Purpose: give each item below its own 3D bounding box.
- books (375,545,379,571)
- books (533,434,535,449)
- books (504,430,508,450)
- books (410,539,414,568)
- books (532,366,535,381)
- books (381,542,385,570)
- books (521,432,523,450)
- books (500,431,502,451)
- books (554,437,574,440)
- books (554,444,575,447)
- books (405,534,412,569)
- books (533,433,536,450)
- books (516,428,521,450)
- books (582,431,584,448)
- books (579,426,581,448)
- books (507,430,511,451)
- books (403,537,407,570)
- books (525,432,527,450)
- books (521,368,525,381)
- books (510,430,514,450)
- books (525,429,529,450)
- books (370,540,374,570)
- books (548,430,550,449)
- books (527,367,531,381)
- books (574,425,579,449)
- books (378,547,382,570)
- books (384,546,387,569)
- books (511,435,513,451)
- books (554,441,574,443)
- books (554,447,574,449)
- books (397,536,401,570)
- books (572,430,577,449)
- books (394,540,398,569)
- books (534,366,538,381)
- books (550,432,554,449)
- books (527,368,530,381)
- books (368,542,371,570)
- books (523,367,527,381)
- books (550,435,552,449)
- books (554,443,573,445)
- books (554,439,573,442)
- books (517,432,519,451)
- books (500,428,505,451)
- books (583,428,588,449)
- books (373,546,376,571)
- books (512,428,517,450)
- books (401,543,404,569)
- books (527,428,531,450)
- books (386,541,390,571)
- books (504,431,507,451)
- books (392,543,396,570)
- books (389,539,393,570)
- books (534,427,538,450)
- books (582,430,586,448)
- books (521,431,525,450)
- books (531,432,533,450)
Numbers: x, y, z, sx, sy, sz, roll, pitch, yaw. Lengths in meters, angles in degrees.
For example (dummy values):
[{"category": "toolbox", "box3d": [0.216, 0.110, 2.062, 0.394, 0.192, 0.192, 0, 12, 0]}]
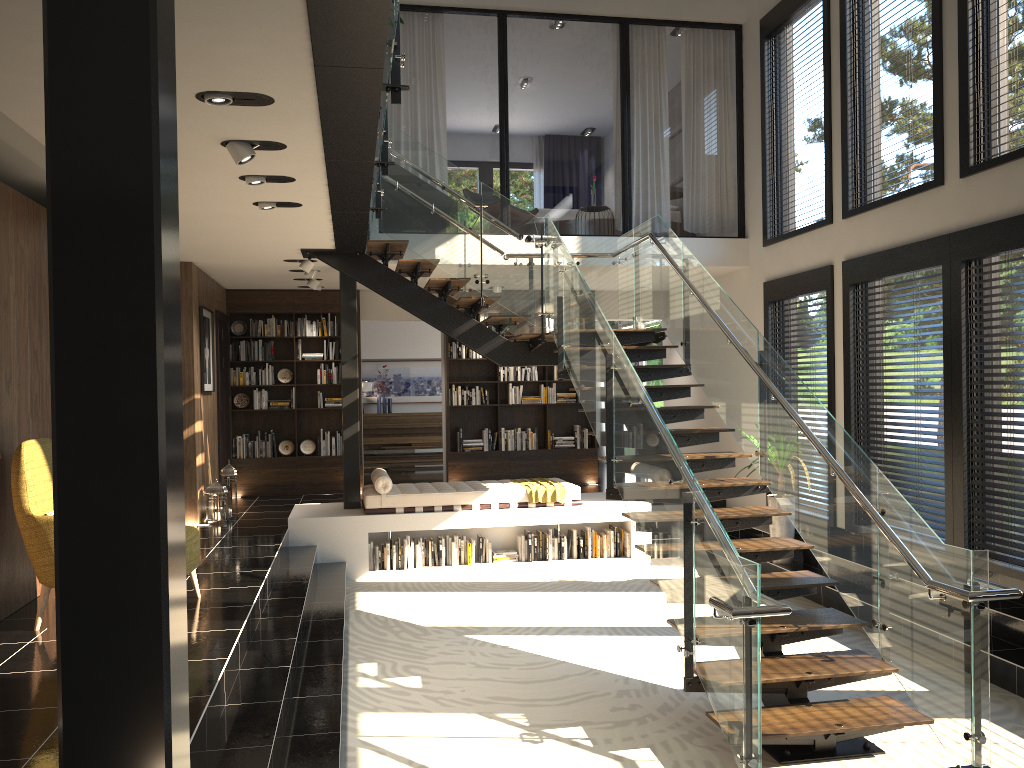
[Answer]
[{"category": "books", "box3d": [-1.384, 1.777, 9.091, 0.027, 0.241, 0.150, -1, 0, -10]}, {"category": "books", "box3d": [0.284, 0.795, 12.255, 0.026, 0.221, 0.145, -1, 0, -10]}, {"category": "books", "box3d": [-0.078, 0.775, 12.196, 0.025, 0.274, 0.150, -1, 0, -10]}, {"category": "books", "box3d": [-1.032, 1.751, 9.161, 0.025, 0.282, 0.149, -1, 0, -10]}, {"category": "books", "box3d": [0.286, -0.154, 12.268, 0.024, 0.220, 0.148, -1, 0, -10]}, {"category": "books", "box3d": [-1.333, 1.769, 9.131, 0.030, 0.256, 0.145, -1, 0, -10]}, {"category": "books", "box3d": [0.122, 0.785, 12.209, 0.023, 0.246, 0.149, -1, 0, -10]}, {"category": "books", "box3d": [-0.167, 0.782, 12.186, 0.026, 0.263, 0.156, -1, 0, -10]}, {"category": "books", "box3d": [0.713, 0.753, 12.325, 0.288, 0.030, 0.175, -1, 0, -6]}, {"category": "books", "box3d": [0.714, 0.858, 12.331, 0.286, 0.030, 0.176, -1, 0, -12]}, {"category": "books", "box3d": [-1.070, 1.724, 9.154, 0.051, 0.338, 0.187, -1, 0, -10]}, {"category": "books", "box3d": [0.310, 0.792, 12.259, 0.026, 0.227, 0.129, -1, 0, -10]}, {"category": "books", "box3d": [0.092, 0.756, 12.217, 0.032, 0.306, 0.155, -1, 0, -10]}, {"category": "books", "box3d": [0.974, 0.778, 12.377, 0.022, 0.234, 0.178, -1, 0, -10]}, {"category": "books", "box3d": [0.928, 0.740, 12.361, 0.027, 0.311, 0.148, -1, 0, -10]}, {"category": "books", "box3d": [-0.046, 0.773, 12.176, 0.030, 0.276, 0.160, -1, 0, -10]}, {"category": "books", "box3d": [-1.104, 1.739, 9.128, 0.028, 0.309, 0.211, -1, 0, -10]}, {"category": "books", "box3d": [0.179, 0.783, 12.229, 0.029, 0.250, 0.142, -1, 0, -10]}, {"category": "books", "box3d": [0.141, -0.127, 12.240, 0.047, 0.171, 0.167, -1, 0, -10]}, {"category": "books", "box3d": [0.004, 0.770, 12.207, 0.031, 0.280, 0.141, -1, 0, -10]}, {"category": "books", "box3d": [0.208, 0.767, 12.228, 0.028, 0.280, 0.154, -1, 0, -10]}, {"category": "books", "box3d": [-1.435, 1.756, 9.093, 0.024, 0.286, 0.130, -1, 0, -10]}, {"category": "books", "box3d": [0.501, 0.771, 12.297, 0.024, 0.264, 0.174, -1, 0, -10]}, {"category": "books", "box3d": [0.235, -0.136, 12.251, 0.024, 0.187, 0.148, -1, 0, -10]}, {"category": "books", "box3d": [0.900, 0.733, 12.355, 0.030, 0.326, 0.195, -1, 0, -10]}, {"category": "books", "box3d": [-1.361, 1.792, 9.123, 0.029, 0.211, 0.130, -1, 0, -10]}, {"category": "books", "box3d": [-1.307, 1.784, 9.129, 0.020, 0.225, 0.156, -1, 0, -10]}, {"category": "books", "box3d": [-0.021, 0.804, 12.193, 0.025, 0.214, 0.170, -1, 0, -10]}, {"category": "books", "box3d": [0.713, 0.806, 12.329, 0.263, 0.024, 0.167, -1, 0, -15]}, {"category": "books", "box3d": [0.713, 0.886, 12.340, 0.273, 0.025, 0.156, -1, 0, -13]}, {"category": "books", "box3d": [-1.161, 1.733, 9.119, 0.030, 0.322, 0.202, -1, 0, -10]}, {"category": "books", "box3d": [0.874, 0.773, 12.348, 0.026, 0.247, 0.149, -1, 0, -10]}, {"category": "books", "box3d": [-1.194, 1.755, 9.142, 0.028, 0.279, 0.120, -1, 0, -10]}, {"category": "books", "box3d": [0.320, -0.154, 12.276, 0.046, 0.219, 0.145, -1, 0, -10]}, {"category": "books", "box3d": [0.555, 0.783, 12.285, 0.026, 0.238, 0.159, -1, 0, -10]}, {"category": "books", "box3d": [0.212, -0.132, 12.237, 0.027, 0.179, 0.164, -1, 0, -10]}, {"category": "books", "box3d": [-1.462, 1.764, 9.104, 0.025, 0.270, 0.156, -1, 0, -10]}, {"category": "books", "box3d": [0.181, -0.174, 12.237, 0.032, 0.265, 0.149, -1, 0, -10]}, {"category": "books", "box3d": [0.528, 0.802, 12.289, 0.025, 0.199, 0.149, -1, 0, -10]}, {"category": "books", "box3d": [0.711, 0.830, 12.342, 0.250, 0.026, 0.148, -1, 0, -14]}, {"category": "books", "box3d": [0.711, 0.781, 12.340, 0.251, 0.026, 0.148, -1, 0, -14]}, {"category": "books", "box3d": [0.068, 0.782, 12.193, 0.025, 0.255, 0.202, -1, 0, -10]}, {"category": "books", "box3d": [-0.132, 0.756, 12.158, 0.035, 0.312, 0.160, -1, 0, -10]}, {"category": "books", "box3d": [1.022, 0.757, 12.370, 0.025, 0.274, 0.204, -1, 0, -10]}, {"category": "books", "box3d": [-1.409, 1.784, 9.083, 0.024, 0.229, 0.171, -1, 0, -10]}, {"category": "books", "box3d": [0.036, 0.761, 12.212, 0.032, 0.298, 0.169, -1, 0, -10]}, {"category": "books", "box3d": [-1.136, 1.775, 9.148, 0.029, 0.237, 0.146, -1, 0, -10]}, {"category": "books", "box3d": [0.232, 0.760, 12.238, 0.025, 0.294, 0.177, -1, 0, -10]}, {"category": "books", "box3d": [-1.275, 1.760, 9.104, 0.035, 0.273, 0.200, -1, 0, -10]}, {"category": "books", "box3d": [-0.101, 0.781, 12.174, 0.030, 0.262, 0.173, -1, 0, -10]}, {"category": "books", "box3d": [-1.214, 1.768, 9.106, 0.027, 0.254, 0.204, -1, 0, -10]}, {"category": "books", "box3d": [-1.249, 1.739, 9.136, 0.029, 0.314, 0.163, -1, 0, -10]}, {"category": "books", "box3d": [0.331, 0.752, 12.273, 0.022, 0.307, 0.131, -1, 0, -10]}, {"category": "books", "box3d": [0.998, 0.767, 12.373, 0.023, 0.254, 0.191, -1, 0, -10]}, {"category": "books", "box3d": [0.149, 0.781, 12.221, 0.034, 0.255, 0.194, -1, 0, -10]}, {"category": "books", "box3d": [0.261, 0.781, 12.231, 0.028, 0.250, 0.162, -1, 0, -10]}]
